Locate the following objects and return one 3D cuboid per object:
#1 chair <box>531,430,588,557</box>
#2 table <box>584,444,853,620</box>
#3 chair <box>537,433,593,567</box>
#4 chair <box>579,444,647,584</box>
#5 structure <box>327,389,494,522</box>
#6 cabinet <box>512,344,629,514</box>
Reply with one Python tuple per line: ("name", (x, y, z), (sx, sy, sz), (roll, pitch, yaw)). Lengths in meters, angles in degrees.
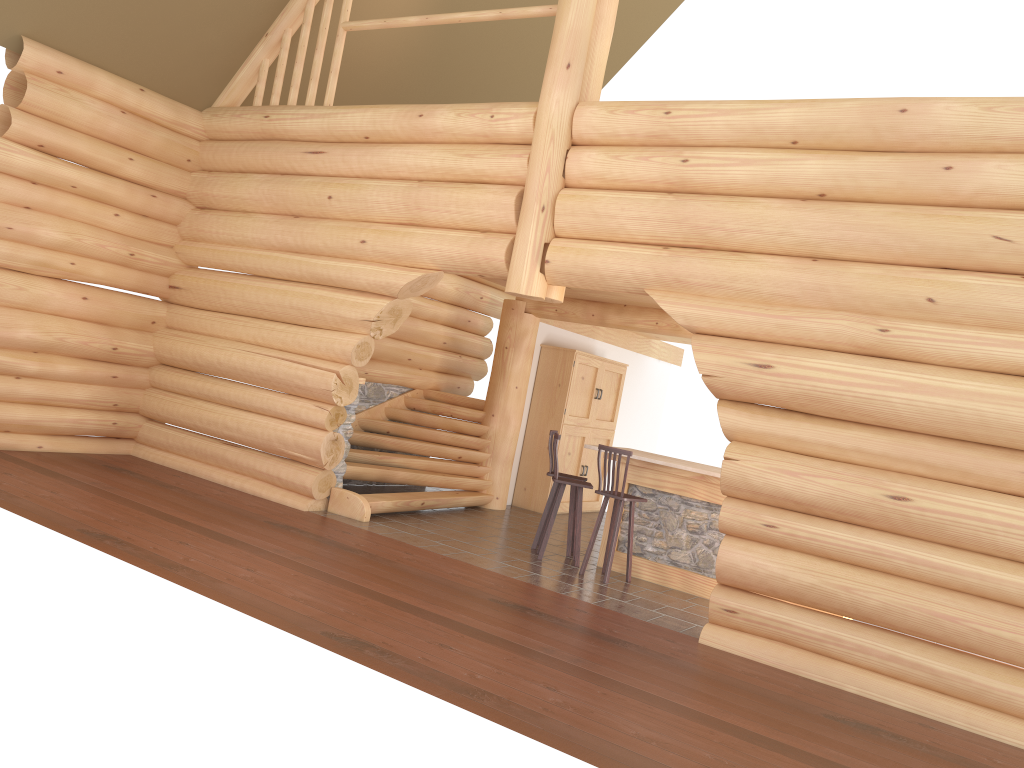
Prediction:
("chair", (0.558, 1.215, 9.951), (0.504, 1.319, 0.406), (11, 0, 12))
("table", (2.315, 1.576, 9.233), (3.220, 1.257, 1.196), (11, 0, 32))
("chair", (0.580, 1.219, 9.430), (0.504, 1.319, 0.406), (11, 0, 0))
("chair", (1.042, 1.305, 8.931), (0.406, 1.319, 0.504), (11, 0, 42))
("structure", (-1.521, 0.666, 11.554), (1.951, 1.643, 3.604), (11, 0, 26))
("cabinet", (0.944, 0.737, 13.642), (0.670, 2.403, 1.847), (11, 0, 32))
